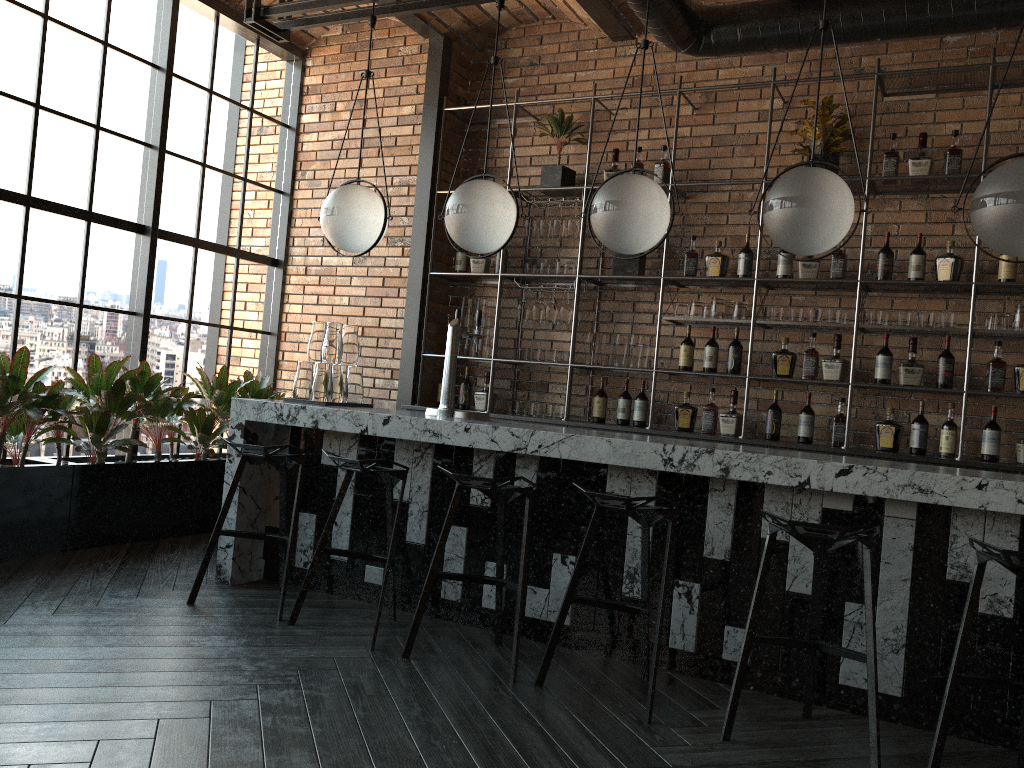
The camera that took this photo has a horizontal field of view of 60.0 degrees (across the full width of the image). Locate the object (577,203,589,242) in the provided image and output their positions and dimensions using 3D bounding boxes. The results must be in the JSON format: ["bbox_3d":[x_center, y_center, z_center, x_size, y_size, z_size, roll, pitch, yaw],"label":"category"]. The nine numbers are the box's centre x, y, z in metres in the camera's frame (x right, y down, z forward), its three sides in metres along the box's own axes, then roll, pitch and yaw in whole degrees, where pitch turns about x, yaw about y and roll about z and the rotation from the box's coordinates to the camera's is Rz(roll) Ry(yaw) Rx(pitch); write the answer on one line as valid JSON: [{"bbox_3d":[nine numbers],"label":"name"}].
[{"bbox_3d":[0.484,-1.077,5.926,0.092,0.244,0.092,5,-1,33],"label":"object"}]

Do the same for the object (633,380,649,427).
[{"bbox_3d":[0.819,0.124,5.612,0.086,0.298,0.086,5,-1,-14],"label":"object"}]

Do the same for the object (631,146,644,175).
[{"bbox_3d":[0.806,-1.381,5.696,0.083,0.282,0.083,5,-1,12],"label":"object"}]

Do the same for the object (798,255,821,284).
[{"bbox_3d":[1.735,-0.728,5.168,0.123,0.279,0.123,5,-1,16],"label":"object"}]

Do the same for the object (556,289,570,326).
[{"bbox_3d":[0.342,-0.514,5.967,0.092,0.244,0.092,5,-1,33],"label":"object"}]

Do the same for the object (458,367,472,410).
[{"bbox_3d":[-0.321,0.030,6.164,0.086,0.297,0.086,5,-1,-29],"label":"object"}]

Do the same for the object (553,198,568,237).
[{"bbox_3d":[0.317,-1.093,5.827,0.092,0.244,0.092,5,-1,33],"label":"object"}]

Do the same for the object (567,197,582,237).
[{"bbox_3d":[0.409,-1.085,5.780,0.092,0.244,0.092,5,-1,33],"label":"object"}]

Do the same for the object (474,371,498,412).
[{"bbox_3d":[-0.177,0.053,6.102,0.123,0.279,0.123,4,-1,41],"label":"object"}]

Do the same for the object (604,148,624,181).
[{"bbox_3d":[0.667,-1.390,5.769,0.123,0.279,0.123,5,-1,16],"label":"object"}]

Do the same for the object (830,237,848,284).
[{"bbox_3d":[1.884,-0.718,5.107,0.083,0.282,0.083,5,-1,27],"label":"object"}]

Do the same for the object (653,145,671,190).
[{"bbox_3d":[0.954,-1.369,5.620,0.083,0.282,0.083,4,-1,42],"label":"object"}]

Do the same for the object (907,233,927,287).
[{"bbox_3d":[2.263,-0.695,4.946,0.086,0.298,0.086,5,-1,-14],"label":"object"}]

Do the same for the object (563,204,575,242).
[{"bbox_3d":[0.392,-1.084,5.974,0.092,0.244,0.092,5,-1,33],"label":"object"}]

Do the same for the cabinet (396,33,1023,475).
[{"bbox_3d":[0.835,-0.656,5.596,7.075,3.779,0.564,5,-1,27],"label":"cabinet"}]

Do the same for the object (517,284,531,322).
[{"bbox_3d":[0.081,-0.537,5.916,0.092,0.244,0.092,5,-1,33],"label":"object"}]

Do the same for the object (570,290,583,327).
[{"bbox_3d":[0.433,-0.506,5.920,0.092,0.244,0.092,5,-1,33],"label":"object"}]

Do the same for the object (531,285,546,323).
[{"bbox_3d":[0.179,-0.529,5.866,0.092,0.244,0.092,5,-1,33],"label":"object"}]

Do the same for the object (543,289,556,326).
[{"bbox_3d":[0.254,-0.521,6.012,0.092,0.244,0.092,5,-1,33],"label":"object"}]

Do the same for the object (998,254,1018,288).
[{"bbox_3d":[2.645,-0.663,4.721,0.086,0.299,0.086,5,-1,-14],"label":"object"}]

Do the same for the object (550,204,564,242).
[{"bbox_3d":[0.304,-1.092,6.019,0.092,0.244,0.092,5,-1,33],"label":"object"}]

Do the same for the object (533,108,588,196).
[{"bbox_3d":[0.326,-1.556,5.981,0.377,0.554,0.422,5,-1,15],"label":"object"}]

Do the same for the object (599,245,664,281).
[{"bbox_3d":[0.774,-0.930,5.656,0.430,0.526,0.425,4,-1,39],"label":"object"}]

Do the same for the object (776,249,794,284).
[{"bbox_3d":[1.621,-0.747,5.252,0.086,0.298,0.086,5,-1,-14],"label":"object"}]

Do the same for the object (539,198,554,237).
[{"bbox_3d":[0.229,-1.100,5.873,0.092,0.244,0.092,5,-1,33],"label":"object"}]

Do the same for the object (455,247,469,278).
[{"bbox_3d":[-0.352,-0.909,6.297,0.086,0.298,0.086,5,-1,-14],"label":"object"}]

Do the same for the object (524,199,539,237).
[{"bbox_3d":[0.132,-1.108,5.923,0.092,0.244,0.092,5,-1,33],"label":"object"}]

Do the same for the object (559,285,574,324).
[{"bbox_3d":[0.358,-0.515,5.773,0.092,0.244,0.092,5,-1,33],"label":"object"}]

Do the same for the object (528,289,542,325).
[{"bbox_3d":[0.156,-0.529,6.063,0.092,0.244,0.092,5,-1,33],"label":"object"}]

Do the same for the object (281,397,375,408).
[{"bbox_3d":[-0.945,0.097,4.589,0.273,0.019,0.437,5,-1,27],"label":"object"}]

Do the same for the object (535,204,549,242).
[{"bbox_3d":[0.207,-1.099,6.069,0.092,0.244,0.092,5,-1,33],"label":"object"}]

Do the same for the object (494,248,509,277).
[{"bbox_3d":[-0.069,-0.887,6.119,0.086,0.299,0.086,5,-1,-14],"label":"object"}]

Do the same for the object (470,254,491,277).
[{"bbox_3d":[-0.215,-0.888,6.175,0.123,0.279,0.123,5,-1,16],"label":"object"}]

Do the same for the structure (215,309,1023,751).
[{"bbox_3d":[1.429,0.494,3.945,5.346,1.430,1.930,5,-1,27],"label":"structure"}]

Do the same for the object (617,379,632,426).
[{"bbox_3d":[0.725,0.116,5.687,0.086,0.298,0.086,5,-1,-14],"label":"object"}]

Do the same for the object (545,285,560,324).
[{"bbox_3d":[0.267,-0.522,5.820,0.092,0.244,0.092,5,-1,33],"label":"object"}]

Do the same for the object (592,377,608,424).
[{"bbox_3d":[0.574,0.105,5.737,0.086,0.299,0.086,5,-1,-14],"label":"object"}]

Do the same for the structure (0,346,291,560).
[{"bbox_3d":[-2.475,0.339,4.771,0.757,1.072,4.107,5,-1,26],"label":"structure"}]

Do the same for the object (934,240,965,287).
[{"bbox_3d":[2.388,-0.658,4.845,0.094,0.248,0.151,6,-1,-34],"label":"object"}]

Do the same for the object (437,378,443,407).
[{"bbox_3d":[-0.476,0.019,6.279,0.086,0.299,0.086,5,-1,-14],"label":"object"}]
